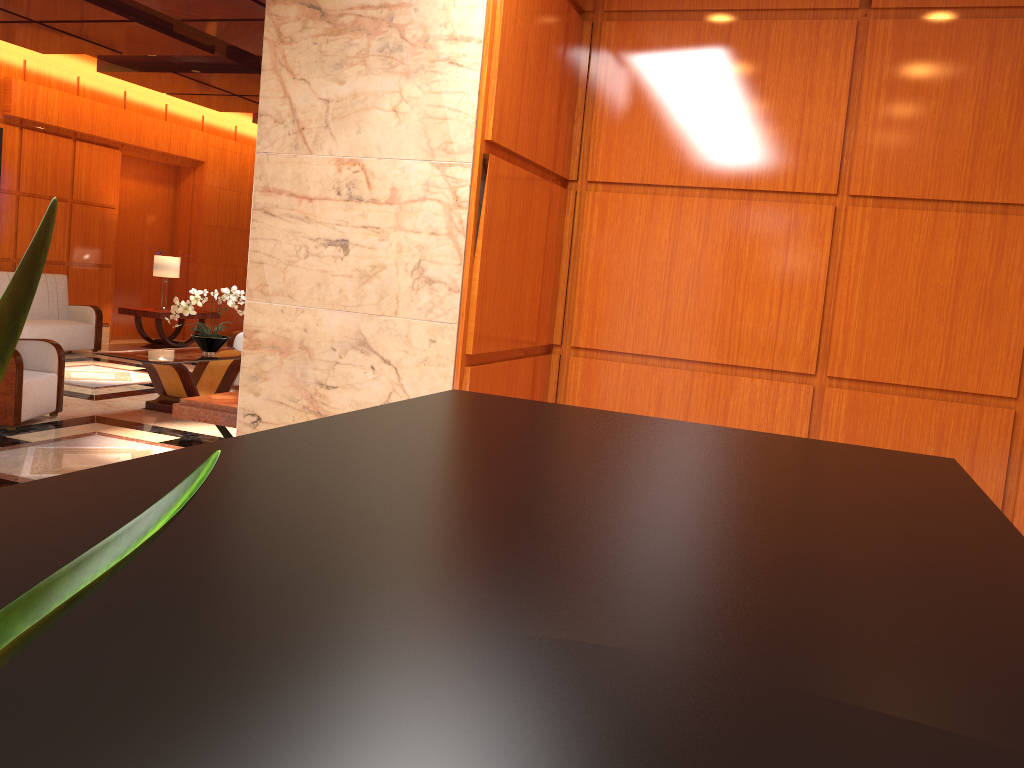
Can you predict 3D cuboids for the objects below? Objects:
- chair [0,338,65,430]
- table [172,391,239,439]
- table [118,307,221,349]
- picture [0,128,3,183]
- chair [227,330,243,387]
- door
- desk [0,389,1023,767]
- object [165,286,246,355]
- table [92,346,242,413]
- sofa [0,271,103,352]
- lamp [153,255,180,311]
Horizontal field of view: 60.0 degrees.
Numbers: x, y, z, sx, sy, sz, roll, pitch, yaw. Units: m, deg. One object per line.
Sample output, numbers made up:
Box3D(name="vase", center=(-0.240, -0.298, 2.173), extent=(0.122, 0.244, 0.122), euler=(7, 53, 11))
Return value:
Box3D(name="chair", center=(-3.757, -0.211, 6.515), extent=(0.628, 0.958, 0.740), euler=(5, 5, -2))
Box3D(name="table", center=(-1.250, 0.371, 5.132), extent=(0.726, 0.605, 1.273), euler=(7, 7, 19))
Box3D(name="table", center=(-4.740, -0.756, 12.282), extent=(0.726, 0.532, 1.170), euler=(8, 7, 22))
Box3D(name="picture", center=(-6.289, -2.156, 9.340), extent=(0.056, 1.447, 2.001), euler=(7, 6, 19))
Box3D(name="chair", center=(-2.494, -0.411, 9.231), extent=(0.740, 0.958, 0.629), euler=(9, 6, 38))
Box3D(name="door", center=(-5.363, -1.954, 12.929), extent=(0.341, 2.643, 1.502), euler=(7, 5, 19))
Box3D(name="desk", center=(-0.214, 0.750, 0.339), extent=(0.943, 1.137, 2.932), euler=(7, 7, 19))
Box3D(name="object", center=(-2.652, -0.576, 7.819), extent=(0.788, 0.615, 0.419), euler=(5, 5, -4))
Box3D(name="table", center=(-2.796, -0.023, 7.768), extent=(0.723, 0.494, 1.563), euler=(8, 7, 22))
Box3D(name="sofa", center=(-5.652, -0.812, 10.253), extent=(0.613, 0.929, 1.802), euler=(7, 6, 19))
Box3D(name="lamp", center=(-2.444, -0.477, 6.252), extent=(0.335, 0.732, 13.056), euler=(3, 7, -22))
